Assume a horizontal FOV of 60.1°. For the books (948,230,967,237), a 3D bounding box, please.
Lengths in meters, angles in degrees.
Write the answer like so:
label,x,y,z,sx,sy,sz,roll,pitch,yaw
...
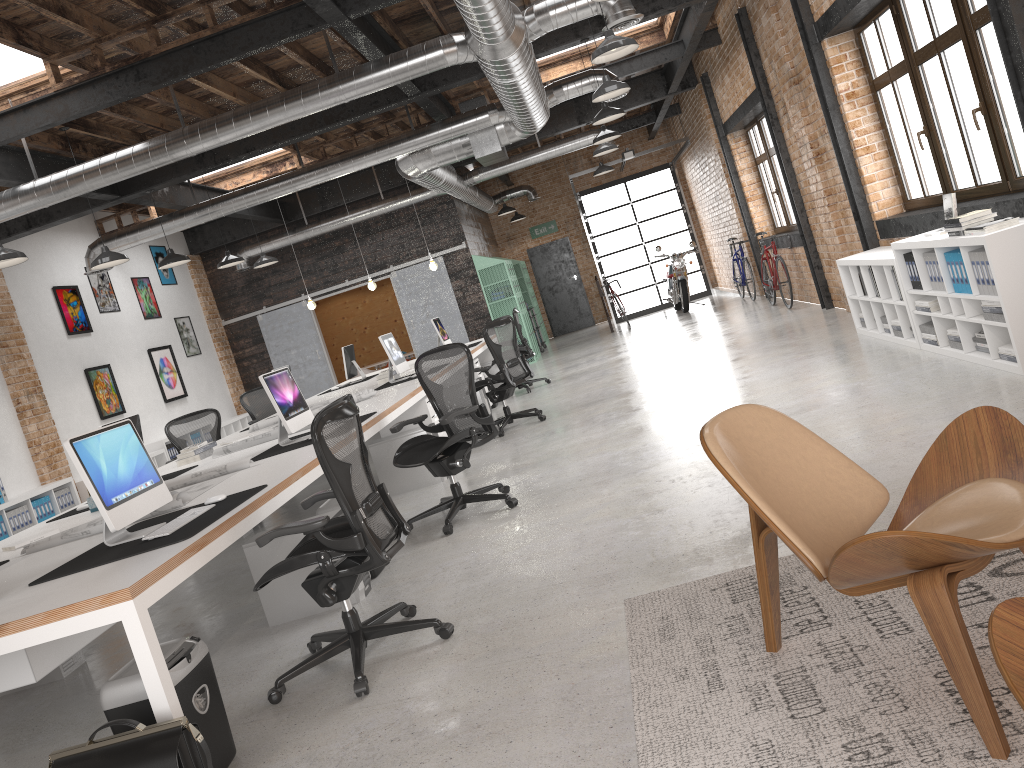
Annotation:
label,x,y,z,sx,sy,sz,roll,pitch,yaw
books,2.756,-0.929,5.304,0.190,0.032,0.260,-17,6,9

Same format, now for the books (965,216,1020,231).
label,x,y,z,sx,sy,sz,roll,pitch,yaw
books,2.729,-0.911,5.034,0.202,0.012,0.252,-17,6,8

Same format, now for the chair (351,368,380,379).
label,x,y,z,sx,sy,sz,roll,pitch,yaw
chair,-2.739,0.046,16.901,0.618,0.775,0.583,-17,4,2

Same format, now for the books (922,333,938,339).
label,x,y,z,sx,sy,sz,roll,pitch,yaw
books,3.012,-0.374,6.180,0.214,0.046,0.253,-17,6,7

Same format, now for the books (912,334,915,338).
label,x,y,z,sx,sy,sz,roll,pitch,yaw
books,3.080,-0.378,6.509,0.183,0.049,0.263,-17,6,8

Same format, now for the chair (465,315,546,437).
label,x,y,z,sx,sy,sz,roll,pitch,yaw
chair,-0.169,-0.078,8.746,0.789,1.083,0.775,-16,4,16

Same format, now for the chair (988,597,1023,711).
label,x,y,z,sx,sy,sz,roll,pitch,yaw
chair,1.059,0.506,1.100,0.871,0.750,0.855,-19,5,-16

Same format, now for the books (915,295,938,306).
label,x,y,z,sx,sy,sz,roll,pitch,yaw
books,2.936,-0.596,6.121,0.214,0.046,0.253,-17,6,7

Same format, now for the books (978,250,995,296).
label,x,y,z,sx,sy,sz,roll,pitch,yaw
books,2.802,-0.660,5.021,0.231,0.260,0.062,-17,3,7

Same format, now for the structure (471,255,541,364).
label,x,y,z,sx,sy,sz,roll,pitch,yaw
structure,-0.069,-1.377,15.795,0.555,2.095,1.123,-17,4,7

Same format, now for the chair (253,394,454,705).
label,x,y,z,sx,sy,sz,roll,pitch,yaw
chair,-0.779,0.644,3.671,0.794,1.083,0.771,-18,4,-9

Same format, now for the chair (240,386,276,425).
label,x,y,z,sx,sy,sz,roll,pitch,yaw
chair,-3.206,0.537,12.053,0.787,1.083,0.777,-14,6,46

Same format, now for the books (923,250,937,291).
label,x,y,z,sx,sy,sz,roll,pitch,yaw
books,2.897,-0.782,5.902,0.231,0.260,0.062,-17,3,7

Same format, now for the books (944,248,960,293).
label,x,y,z,sx,sy,sz,roll,pitch,yaw
books,2.848,-0.726,5.510,0.231,0.260,0.062,-17,3,7

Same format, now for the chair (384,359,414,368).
label,x,y,z,sx,sy,sz,roll,pitch,yaw
chair,-2.069,-0.157,16.821,0.618,0.775,0.583,-17,4,2

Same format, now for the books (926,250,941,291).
label,x,y,z,sx,sy,sz,roll,pitch,yaw
books,2.891,-0.774,5.839,0.231,0.260,0.062,-17,3,7

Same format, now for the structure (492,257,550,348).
label,x,y,z,sx,sy,sz,roll,pitch,yaw
structure,0.217,-1.784,18.844,0.555,2.095,1.123,-17,4,7

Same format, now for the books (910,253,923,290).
label,x,y,z,sx,sy,sz,roll,pitch,yaw
books,2.913,-0.811,6.134,0.231,0.260,0.062,-17,3,7

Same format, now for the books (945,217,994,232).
label,x,y,z,sx,sy,sz,roll,pitch,yaw
books,2.742,-0.955,5.312,0.191,0.023,0.243,-17,6,5

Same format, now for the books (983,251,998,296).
label,x,y,z,sx,sy,sz,roll,pitch,yaw
books,2.796,-0.652,4.957,0.231,0.260,0.062,-17,3,7

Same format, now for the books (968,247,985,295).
label,x,y,z,sx,sy,sz,roll,pitch,yaw
books,2.814,-0.677,5.148,0.231,0.260,0.062,-17,3,7

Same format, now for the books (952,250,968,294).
label,x,y,z,sx,sy,sz,roll,pitch,yaw
books,2.836,-0.709,5.382,0.231,0.260,0.062,-17,3,7

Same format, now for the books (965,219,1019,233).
label,x,y,z,sx,sy,sz,roll,pitch,yaw
books,2.727,-0.897,5.038,0.187,0.014,0.249,-17,6,5

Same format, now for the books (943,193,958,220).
label,x,y,z,sx,sy,sz,roll,pitch,yaw
books,3.031,-1.203,6.123,0.065,0.223,0.161,-17,4,7

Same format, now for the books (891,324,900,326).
label,x,y,z,sx,sy,sz,roll,pitch,yaw
books,3.060,-0.493,6.800,0.218,0.039,0.261,-17,6,7

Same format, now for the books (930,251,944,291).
label,x,y,z,sx,sy,sz,roll,pitch,yaw
books,2.885,-0.765,5.775,0.231,0.260,0.062,-17,3,7

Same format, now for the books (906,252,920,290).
label,x,y,z,sx,sy,sz,roll,pitch,yaw
books,2.919,-0.820,6.198,0.231,0.260,0.062,-17,3,7

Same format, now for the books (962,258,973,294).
label,x,y,z,sx,sy,sz,roll,pitch,yaw
books,2.824,-0.691,5.253,0.231,0.260,0.062,-17,3,7

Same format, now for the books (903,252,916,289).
label,x,y,z,sx,sy,sz,roll,pitch,yaw
books,2.925,-0.828,6.261,0.231,0.260,0.062,-17,3,7

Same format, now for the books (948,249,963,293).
label,x,y,z,sx,sy,sz,roll,pitch,yaw
books,2.842,-0.717,5.447,0.231,0.260,0.062,-17,3,7

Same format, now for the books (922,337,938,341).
label,x,y,z,sx,sy,sz,roll,pitch,yaw
books,3.019,-0.357,6.186,0.218,0.034,0.261,-17,6,7

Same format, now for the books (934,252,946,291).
label,x,y,z,sx,sy,sz,roll,pitch,yaw
books,2.879,-0.757,5.710,0.231,0.260,0.062,-17,3,7

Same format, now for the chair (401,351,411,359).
label,x,y,z,sx,sy,sz,roll,pitch,yaw
chair,-2.319,-0.288,18.836,0.618,0.775,0.583,-17,4,2

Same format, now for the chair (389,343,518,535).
label,x,y,z,sx,sy,sz,roll,pitch,yaw
chair,-0.441,0.327,5.691,0.766,1.083,0.799,-15,5,31

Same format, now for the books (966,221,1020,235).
label,x,y,z,sx,sy,sz,roll,pitch,yaw
books,2.729,-0.883,5.034,0.187,0.014,0.254,-17,6,7

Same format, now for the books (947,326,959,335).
label,x,y,z,sx,sy,sz,roll,pitch,yaw
books,2.973,-0.374,5.738,0.214,0.051,0.253,-17,6,7

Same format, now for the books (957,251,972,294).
label,x,y,z,sx,sy,sz,roll,pitch,yaw
books,2.830,-0.700,5.318,0.231,0.260,0.062,-17,3,7

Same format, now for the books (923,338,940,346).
label,x,y,z,sx,sy,sz,roll,pitch,yaw
books,3.025,-0.333,6.196,0.206,0.061,0.275,-17,6,7

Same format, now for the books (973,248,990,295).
label,x,y,z,sx,sy,sz,roll,pitch,yaw
books,2.808,-0.669,5.085,0.231,0.260,0.062,-17,3,7

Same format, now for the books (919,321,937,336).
label,x,y,z,sx,sy,sz,roll,pitch,yaw
books,3.007,-0.412,6.197,0.216,0.077,0.292,-17,6,7

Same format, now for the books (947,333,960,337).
label,x,y,z,sx,sy,sz,roll,pitch,yaw
books,2.979,-0.357,5.743,0.218,0.039,0.261,-17,6,7

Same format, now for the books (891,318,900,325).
label,x,y,z,sx,sy,sz,roll,pitch,yaw
books,3.053,-0.509,6.795,0.214,0.051,0.253,-17,6,7

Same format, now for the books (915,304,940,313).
label,x,y,z,sx,sy,sz,roll,pitch,yaw
books,2.948,-0.555,6.136,0.206,0.061,0.275,-17,6,7

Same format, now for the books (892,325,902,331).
label,x,y,z,sx,sy,sz,roll,pitch,yaw
books,3.066,-0.468,6.809,0.206,0.067,0.277,-17,6,7

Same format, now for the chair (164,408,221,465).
label,x,y,z,sx,sy,sz,roll,pitch,yaw
chair,-3.212,0.830,9.260,0.775,1.083,0.790,-19,4,-24

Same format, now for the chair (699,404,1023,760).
label,x,y,z,sx,sy,sz,roll,pitch,yaw
chair,1.085,0.363,2.389,0.860,0.750,0.866,-19,5,-17

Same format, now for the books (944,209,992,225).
label,x,y,z,sx,sy,sz,roll,pitch,yaw
books,2.733,-1.002,5.310,0.190,0.028,0.241,-17,6,9

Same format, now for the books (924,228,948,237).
label,x,y,z,sx,sy,sz,roll,pitch,yaw
books,2.846,-1.006,5.823,0.174,0.021,0.274,-17,6,7

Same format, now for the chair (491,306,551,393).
label,x,y,z,sx,sy,sz,roll,pitch,yaw
chair,-0.025,-0.412,11.522,0.795,1.083,0.770,-19,4,-14

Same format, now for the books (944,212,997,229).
label,x,y,z,sx,sy,sz,roll,pitch,yaw
books,2.743,-0.978,5.302,0.211,0.023,0.260,-17,6,7

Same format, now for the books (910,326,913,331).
label,x,y,z,sx,sy,sz,roll,pitch,yaw
books,3.079,-0.437,6.502,0.222,0.055,0.283,-17,6,8

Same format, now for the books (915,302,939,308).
label,x,y,z,sx,sy,sz,roll,pitch,yaw
books,2.942,-0.580,6.126,0.218,0.034,0.261,-17,6,7

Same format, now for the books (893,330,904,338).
label,x,y,z,sx,sy,sz,roll,pitch,yaw
books,3.088,-0.422,6.818,0.216,0.071,0.291,-17,6,7

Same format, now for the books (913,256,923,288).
label,x,y,z,sx,sy,sz,roll,pitch,yaw
books,2.907,-0.803,6.070,0.231,0.260,0.062,-17,3,7
